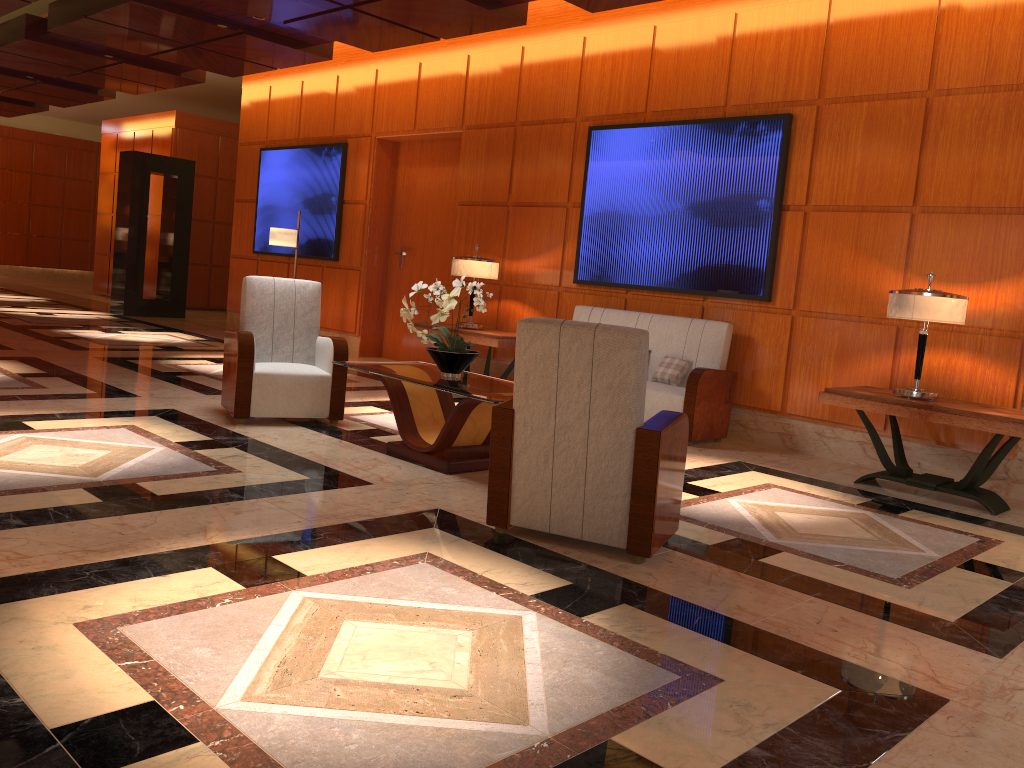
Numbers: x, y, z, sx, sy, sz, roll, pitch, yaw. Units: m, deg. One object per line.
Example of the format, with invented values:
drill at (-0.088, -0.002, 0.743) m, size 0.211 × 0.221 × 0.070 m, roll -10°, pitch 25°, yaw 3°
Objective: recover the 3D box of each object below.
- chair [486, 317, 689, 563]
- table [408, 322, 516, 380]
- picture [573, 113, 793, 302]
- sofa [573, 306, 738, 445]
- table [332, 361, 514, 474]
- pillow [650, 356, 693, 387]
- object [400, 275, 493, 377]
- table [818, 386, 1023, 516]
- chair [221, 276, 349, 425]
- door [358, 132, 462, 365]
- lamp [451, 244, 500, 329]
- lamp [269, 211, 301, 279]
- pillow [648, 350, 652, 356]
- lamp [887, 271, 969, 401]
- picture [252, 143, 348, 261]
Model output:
chair at (0.347, 0.202, 3.876) m, size 0.739 × 0.958 × 0.629 m, roll 8°, pitch 6°, yaw 22°
table at (-0.341, -0.220, 8.518) m, size 1.275 × 0.605 × 0.725 m, roll 11°, pitch 8°, yaw 44°
picture at (1.369, -1.510, 7.562) m, size 2.004 × 1.448 × 0.056 m, roll 11°, pitch 7°, yaw 43°
sofa at (0.941, -0.137, 7.373) m, size 1.805 × 0.929 × 0.612 m, roll 11°, pitch 8°, yaw 44°
table at (-0.375, 0.212, 5.299) m, size 0.722 × 0.494 × 1.566 m, roll 0°, pitch 8°, yaw -43°
pillow at (1.273, -0.098, 7.101) m, size 0.202 × 0.229 × 0.274 m, roll 0°, pitch 8°, yaw -44°
object at (-0.367, -0.357, 5.379) m, size 0.418 × 0.615 × 0.790 m, roll 7°, pitch 6°, yaw 21°
table at (2.672, 0.411, 5.605) m, size 1.275 × 0.605 × 0.725 m, roll 11°, pitch 8°, yaw 44°
chair at (-1.574, -0.248, 6.148) m, size 0.737 × 0.958 × 0.631 m, roll 3°, pitch 6°, yaw -27°
door at (-1.077, -1.526, 10.264) m, size 1.543 × 2.643 × 0.340 m, roll 10°, pitch 6°, yaw 44°
lamp at (-0.369, -0.937, 8.460) m, size 0.459 × 0.791 × 0.460 m, roll 6°, pitch 5°, yaw 6°
lamp at (-2.550, -1.151, 10.118) m, size 0.361 × 1.656 × 0.527 m, roll 8°, pitch 5°, yaw 34°
pillow at (0.979, -0.179, 7.434) m, size 0.359 × 0.252 × 0.160 m, roll 10°, pitch 7°, yaw 40°
lamp at (2.595, -0.309, 5.594) m, size 0.458 × 0.807 × 0.460 m, roll 2°, pitch 6°, yaw -37°
picture at (-2.814, -2.385, 11.604) m, size 2.004 × 1.448 × 0.056 m, roll 11°, pitch 7°, yaw 43°
